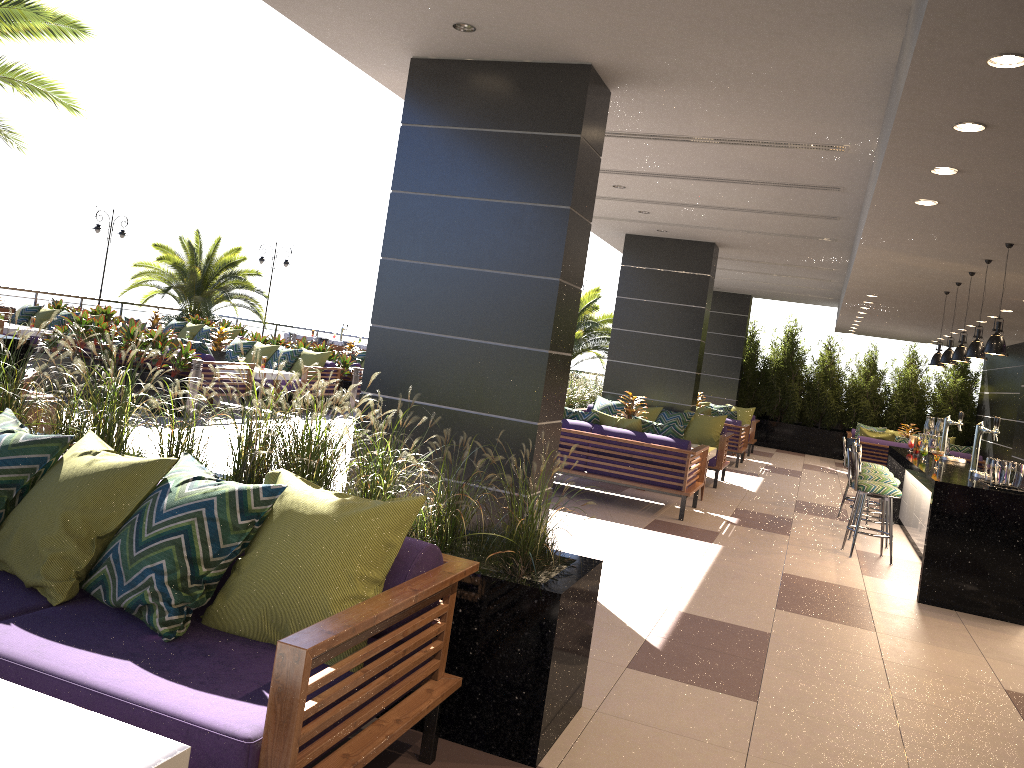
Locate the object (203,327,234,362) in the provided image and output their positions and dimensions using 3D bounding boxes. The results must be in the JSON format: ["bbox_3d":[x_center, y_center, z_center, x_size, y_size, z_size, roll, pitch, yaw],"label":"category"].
[{"bbox_3d":[-4.190,-0.567,12.680,0.432,0.527,0.423,9,0,36],"label":"object"}]

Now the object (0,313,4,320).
[{"bbox_3d":[-7.869,-0.992,13.634,0.082,0.198,0.069,9,-1,-29],"label":"object"}]

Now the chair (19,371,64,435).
[{"bbox_3d":[-3.345,0.287,5.445,0.716,0.817,0.713,9,1,19],"label":"chair"}]

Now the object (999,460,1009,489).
[{"bbox_3d":[3.685,0.681,6.658,0.106,0.209,0.105,8,0,24],"label":"object"}]

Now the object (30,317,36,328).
[{"bbox_3d":[-7.738,-0.998,14.293,0.066,0.190,0.085,9,-1,-41],"label":"object"}]

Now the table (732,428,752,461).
[{"bbox_3d":[3.317,0.938,16.368,2.042,0.554,0.939,9,2,19],"label":"table"}]

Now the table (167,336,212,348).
[{"bbox_3d":[-7.197,-0.693,17.765,2.042,0.554,0.939,9,2,19],"label":"table"}]

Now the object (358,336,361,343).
[{"bbox_3d":[-3.670,-1.061,21.346,0.069,0.211,0.068,8,-1,2],"label":"object"}]

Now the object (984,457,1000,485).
[{"bbox_3d":[3.679,0.674,6.787,0.106,0.209,0.105,8,0,24],"label":"object"}]

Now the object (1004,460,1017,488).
[{"bbox_3d":[3.776,0.691,6.740,0.106,0.209,0.105,8,0,24],"label":"object"}]

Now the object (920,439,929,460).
[{"bbox_3d":[4.090,0.648,8.776,0.069,0.211,0.068,8,-1,2],"label":"object"}]

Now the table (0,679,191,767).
[{"bbox_3d":[-1.772,0.823,1.620,2.042,0.554,0.939,9,2,19],"label":"table"}]

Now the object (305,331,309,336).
[{"bbox_3d":[-5.169,-1.223,22.301,0.105,0.209,0.105,9,0,-6],"label":"object"}]

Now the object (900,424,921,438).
[{"bbox_3d":[7.424,0.997,16.568,0.432,0.527,0.423,9,0,36],"label":"object"}]

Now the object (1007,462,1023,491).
[{"bbox_3d":[3.704,0.690,6.523,0.106,0.209,0.105,8,0,24],"label":"object"}]

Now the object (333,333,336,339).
[{"bbox_3d":[-4.329,-1.154,21.578,0.068,0.181,0.069,9,-1,-9],"label":"object"}]

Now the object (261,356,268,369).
[{"bbox_3d":[-3.574,-0.309,12.746,0.066,0.190,0.085,9,-1,-41],"label":"object"}]

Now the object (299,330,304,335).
[{"bbox_3d":[-5.302,-1.242,22.282,0.105,0.209,0.105,9,0,-6],"label":"object"}]

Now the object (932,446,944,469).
[{"bbox_3d":[3.767,0.648,7.843,0.105,0.197,0.106,9,0,-43],"label":"object"}]

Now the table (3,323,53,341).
[{"bbox_3d":[-8.435,-0.721,14.176,2.042,0.554,0.939,9,2,19],"label":"table"}]

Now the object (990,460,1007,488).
[{"bbox_3d":[3.594,0.672,6.555,0.106,0.209,0.105,8,0,24],"label":"object"}]

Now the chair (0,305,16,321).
[{"bbox_3d":[-10.896,-1.407,18.382,0.716,0.817,0.712,9,1,19],"label":"chair"}]

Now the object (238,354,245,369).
[{"bbox_3d":[-3.744,-0.315,12.231,0.105,0.197,0.106,9,0,-38],"label":"object"}]

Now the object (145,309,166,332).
[{"bbox_3d":[-7.174,-1.234,17.743,0.423,0.527,0.432,8,1,-44],"label":"object"}]

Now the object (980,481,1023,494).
[{"bbox_3d":[3.695,0.779,6.643,0.273,0.018,0.436,9,3,19],"label":"object"}]

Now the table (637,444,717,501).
[{"bbox_3d":[1.352,0.894,10.671,2.042,0.554,0.939,9,2,19],"label":"table"}]

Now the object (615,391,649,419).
[{"bbox_3d":[1.429,0.360,10.672,0.432,0.527,0.423,9,0,31],"label":"object"}]

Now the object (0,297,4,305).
[{"bbox_3d":[-8.352,-1.253,14.153,0.428,0.527,0.427,8,0,-39],"label":"object"}]

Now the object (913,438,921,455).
[{"bbox_3d":[4.306,0.663,9.419,0.067,0.190,0.084,8,-1,44],"label":"object"}]

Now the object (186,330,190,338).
[{"bbox_3d":[-6.565,-0.993,17.922,0.069,0.211,0.068,8,-1,7],"label":"object"}]

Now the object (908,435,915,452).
[{"bbox_3d":[4.506,0.672,9.989,0.068,0.181,0.069,9,-1,-9],"label":"object"}]

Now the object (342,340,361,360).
[{"bbox_3d":[-2.952,-0.539,16.256,0.426,0.527,0.428,9,0,31],"label":"object"}]

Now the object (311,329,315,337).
[{"bbox_3d":[-4.893,-1.251,21.774,0.085,0.190,0.066,8,-1,44],"label":"object"}]

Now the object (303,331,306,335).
[{"bbox_3d":[-5.271,-1.242,22.393,0.105,0.209,0.105,9,0,-6],"label":"object"}]

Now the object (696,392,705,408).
[{"bbox_3d":[3.395,0.403,16.380,0.432,0.527,0.423,9,0,36],"label":"object"}]

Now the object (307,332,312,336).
[{"bbox_3d":[-5.087,-1.207,22.209,0.105,0.209,0.105,9,0,-6],"label":"object"}]

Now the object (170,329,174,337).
[{"bbox_3d":[-6.663,-0.969,17.301,0.066,0.190,0.085,9,-1,-41],"label":"object"}]

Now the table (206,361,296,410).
[{"bbox_3d":[-4.262,-0.033,12.695,2.042,0.554,0.939,9,2,19],"label":"table"}]
